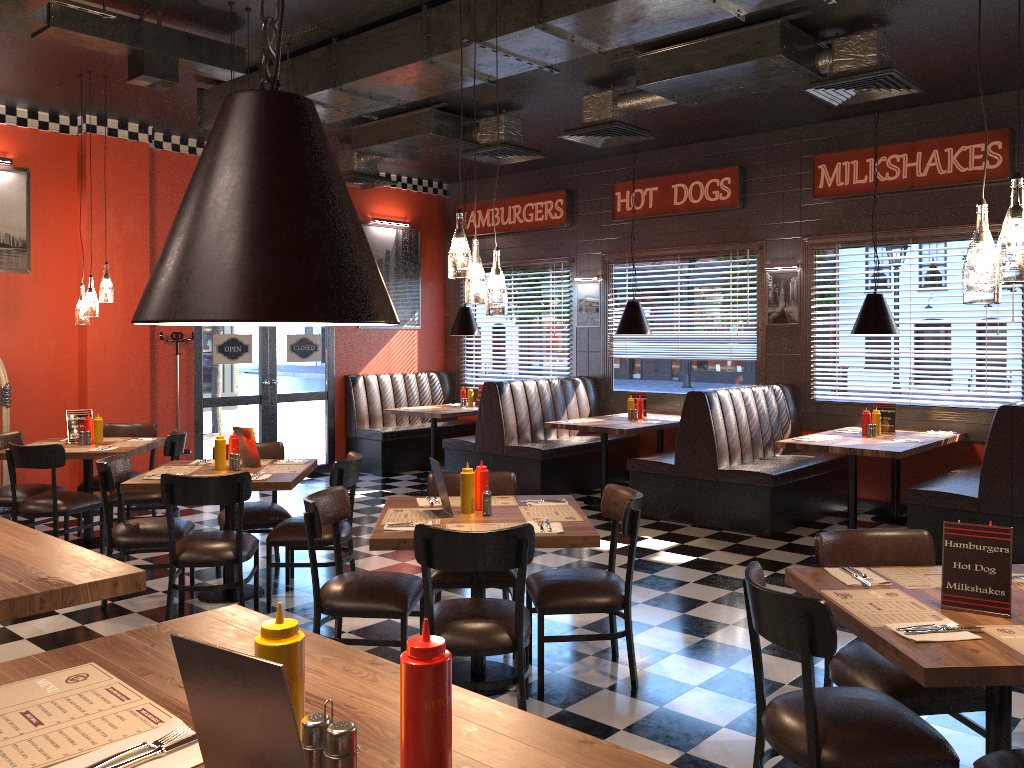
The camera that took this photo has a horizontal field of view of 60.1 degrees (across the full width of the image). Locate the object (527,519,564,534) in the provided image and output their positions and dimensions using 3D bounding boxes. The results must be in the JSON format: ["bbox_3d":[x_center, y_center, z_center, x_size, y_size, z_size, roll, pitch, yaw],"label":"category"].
[{"bbox_3d":[0.142,0.618,3.868,0.157,0.019,0.255,0,3,-1],"label":"object"}]

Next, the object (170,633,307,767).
[{"bbox_3d":[-0.306,0.424,1.027,0.188,0.257,0.072,1,1,33],"label":"object"}]

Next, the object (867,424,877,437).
[{"bbox_3d":[2.976,0.372,7.332,0.094,0.136,0.047,-1,1,-23],"label":"object"}]

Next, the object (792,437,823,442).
[{"bbox_3d":[2.395,0.443,7.109,0.255,0.019,0.157,3,4,43],"label":"object"}]

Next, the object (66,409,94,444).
[{"bbox_3d":[-3.406,0.335,6.990,0.188,0.257,0.072,-1,1,-38],"label":"object"}]

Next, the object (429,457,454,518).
[{"bbox_3d":[-0.333,0.483,4.162,0.072,0.257,0.188,0,1,-18],"label":"object"}]

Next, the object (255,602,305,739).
[{"bbox_3d":[-0.324,0.423,1.235,0.068,0.238,0.068,0,1,17],"label":"object"}]

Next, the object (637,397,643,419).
[{"bbox_3d":[1.300,0.232,9.007,0.068,0.238,0.068,0,1,25],"label":"object"}]

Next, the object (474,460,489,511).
[{"bbox_3d":[-0.147,0.487,4.266,0.068,0.238,0.068,-1,1,-43],"label":"object"}]

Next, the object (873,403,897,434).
[{"bbox_3d":[3.201,0.295,7.621,0.188,0.257,0.072,1,1,32],"label":"object"}]

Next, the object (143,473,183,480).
[{"bbox_3d":[-2.049,0.545,5.268,0.255,0.019,0.157,-1,3,-10],"label":"object"}]

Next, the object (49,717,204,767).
[{"bbox_3d":[-0.520,0.530,1.283,0.157,0.019,0.255,2,4,38],"label":"object"}]

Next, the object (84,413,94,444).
[{"bbox_3d":[-3.315,0.347,6.938,0.068,0.238,0.068,0,1,39],"label":"object"}]

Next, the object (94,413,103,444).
[{"bbox_3d":[-3.226,0.348,6.910,0.068,0.238,0.068,0,1,39],"label":"object"}]

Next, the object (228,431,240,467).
[{"bbox_3d":[-1.768,0.415,5.633,0.068,0.238,0.068,-1,1,-43],"label":"object"}]

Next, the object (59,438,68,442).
[{"bbox_3d":[-3.550,0.446,7.153,0.157,0.019,0.255,-1,3,-9],"label":"object"}]

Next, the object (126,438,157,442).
[{"bbox_3d":[-3.004,0.446,7.134,0.255,0.019,0.157,0,3,-3],"label":"object"}]

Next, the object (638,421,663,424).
[{"bbox_3d":[1.316,0.366,8.561,0.255,0.019,0.157,2,4,38],"label":"object"}]

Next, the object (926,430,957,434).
[{"bbox_3d":[3.691,0.412,7.655,0.157,0.019,0.255,-3,4,-43],"label":"object"}]

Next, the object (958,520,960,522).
[{"bbox_3d":[1.447,0.560,2.868,0.068,0.238,0.068,-1,1,-34],"label":"object"}]

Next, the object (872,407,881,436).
[{"bbox_3d":[3.060,0.314,7.442,0.068,0.238,0.068,0,1,-25],"label":"object"}]

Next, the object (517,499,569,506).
[{"bbox_3d":[0.154,0.588,4.425,0.255,0.019,0.157,0,3,-4],"label":"object"}]

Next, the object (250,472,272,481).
[{"bbox_3d":[-1.516,0.545,5.258,0.157,0.019,0.255,0,3,-1],"label":"object"}]

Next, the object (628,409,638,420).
[{"bbox_3d":[1.217,0.290,8.897,0.093,0.136,0.047,0,1,12],"label":"object"}]

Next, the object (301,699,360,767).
[{"bbox_3d":[-0.239,0.479,1.155,0.094,0.136,0.047,1,1,33],"label":"object"}]

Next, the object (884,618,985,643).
[{"bbox_3d":[1.202,0.690,2.497,0.255,0.019,0.157,-1,3,-9],"label":"object"}]

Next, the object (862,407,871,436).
[{"bbox_3d":[2.969,0.315,7.422,0.068,0.238,0.068,0,1,-25],"label":"object"}]

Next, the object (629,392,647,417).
[{"bbox_3d":[1.304,0.213,9.182,0.188,0.257,0.072,0,1,12],"label":"object"}]

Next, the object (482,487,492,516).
[{"bbox_3d":[-0.117,0.545,4.154,0.047,0.136,0.094,0,1,2],"label":"object"}]

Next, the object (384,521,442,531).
[{"bbox_3d":[-0.432,0.618,3.876,0.255,0.019,0.157,0,3,-2],"label":"object"}]

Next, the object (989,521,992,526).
[{"bbox_3d":[1.538,0.561,2.847,0.068,0.238,0.068,0,1,-6],"label":"object"}]

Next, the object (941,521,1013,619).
[{"bbox_3d":[1.409,0.560,2.689,0.188,0.257,0.072,1,1,32],"label":"object"}]

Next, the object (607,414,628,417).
[{"bbox_3d":[1.137,0.330,9.244,0.255,0.019,0.157,3,4,41],"label":"object"}]

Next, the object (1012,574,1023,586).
[{"bbox_3d":[1.783,0.662,3.016,0.255,0.019,0.157,0,3,1],"label":"object"}]

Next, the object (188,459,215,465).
[{"bbox_3d":[-2.039,0.514,5.848,0.157,0.019,0.255,0,3,-3],"label":"object"}]

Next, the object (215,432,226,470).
[{"bbox_3d":[-1.832,0.419,5.564,0.068,0.238,0.068,-1,1,-43],"label":"object"}]

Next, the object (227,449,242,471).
[{"bbox_3d":[-1.736,0.472,5.539,0.094,0.136,0.047,1,1,32],"label":"object"}]

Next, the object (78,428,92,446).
[{"bbox_3d":[-3.300,0.404,6.848,0.047,0.136,0.094,1,1,42],"label":"object"}]

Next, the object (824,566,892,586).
[{"bbox_3d":[1.194,0.661,3.044,0.157,0.019,0.255,0,3,-2],"label":"object"}]

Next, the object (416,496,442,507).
[{"bbox_3d":[-0.393,0.588,4.434,0.157,0.019,0.255,-1,3,-11],"label":"object"}]

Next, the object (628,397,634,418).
[{"bbox_3d":[1.208,0.233,8.996,0.068,0.238,0.068,0,1,25],"label":"object"}]

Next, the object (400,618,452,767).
[{"bbox_3d":[-0.113,0.427,1.163,0.068,0.238,0.068,0,1,17],"label":"object"}]

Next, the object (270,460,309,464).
[{"bbox_3d":[-1.483,0.512,5.869,0.255,0.019,0.157,0,3,0],"label":"object"}]

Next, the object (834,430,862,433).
[{"bbox_3d":[2.946,0.410,7.713,0.255,0.019,0.157,2,4,37],"label":"object"}]

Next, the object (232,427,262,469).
[{"bbox_3d":[-1.699,0.403,5.676,0.188,0.257,0.072,1,1,32],"label":"object"}]

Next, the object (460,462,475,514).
[{"bbox_3d":[-0.210,0.490,4.198,0.068,0.238,0.068,-1,1,-43],"label":"object"}]

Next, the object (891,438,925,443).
[{"bbox_3d":[3.128,0.446,7.031,0.255,0.019,0.157,3,4,40],"label":"object"}]

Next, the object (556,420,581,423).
[{"bbox_3d":[0.563,0.364,8.607,0.157,0.019,0.255,-3,4,-43],"label":"object"}]

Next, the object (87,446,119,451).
[{"bbox_3d":[-3.026,0.476,6.577,0.157,0.019,0.255,0,3,0],"label":"object"}]

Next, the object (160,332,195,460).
[{"bbox_3d":[-3.336,0.309,8.840,0.374,1.658,0.375,0,1,-26],"label":"object"}]
